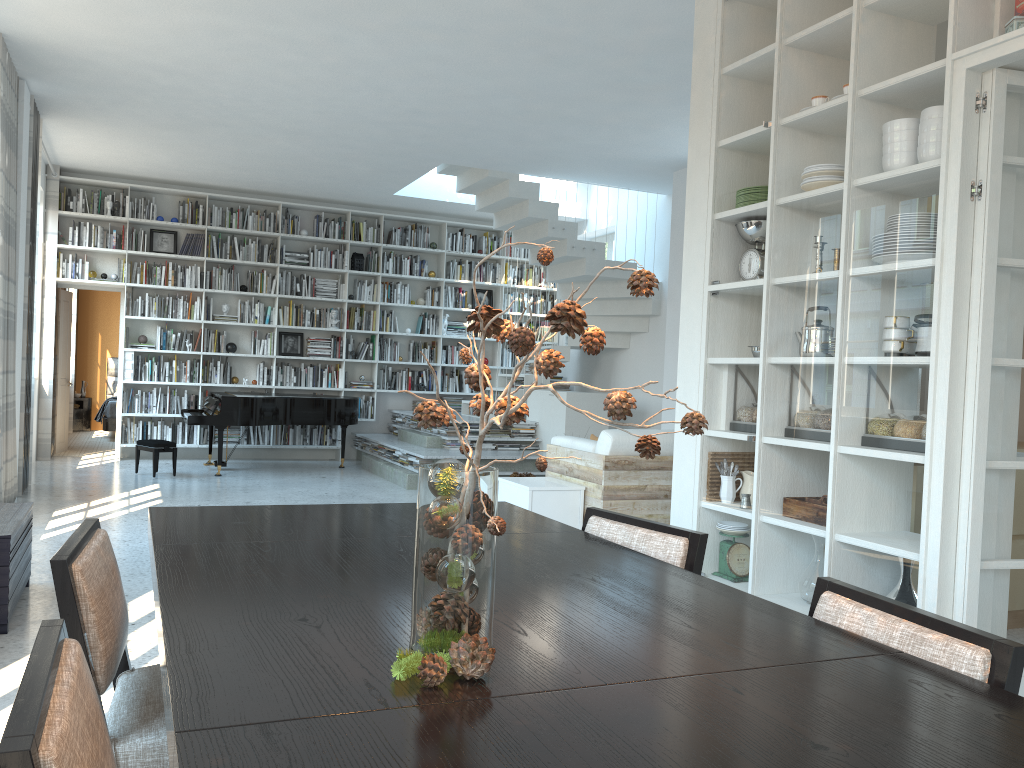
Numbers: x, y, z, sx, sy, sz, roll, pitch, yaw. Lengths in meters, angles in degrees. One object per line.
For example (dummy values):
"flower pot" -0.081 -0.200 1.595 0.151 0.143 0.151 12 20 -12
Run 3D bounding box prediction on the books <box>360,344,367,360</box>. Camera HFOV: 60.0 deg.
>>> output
"books" -1.912 -0.410 11.318 0.090 0.215 0.139 2 1 -23

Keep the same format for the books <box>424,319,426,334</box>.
"books" -1.158 -0.747 11.607 0.006 0.210 0.188 2 1 -23

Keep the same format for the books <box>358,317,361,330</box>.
"books" -1.955 -0.765 11.293 0.030 0.181 0.131 2 1 -23

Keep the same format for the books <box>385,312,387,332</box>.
"books" -1.642 -0.790 11.411 0.013 0.256 0.144 2 1 -23

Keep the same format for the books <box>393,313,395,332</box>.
"books" -1.543 -0.785 11.458 0.007 0.254 0.161 2 1 -23

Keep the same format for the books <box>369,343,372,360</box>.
"books" -1.823 -0.413 11.327 0.029 0.223 0.171 2 1 -23

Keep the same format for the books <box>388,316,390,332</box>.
"books" -1.606 -0.765 11.423 0.014 0.209 0.156 2 1 -23

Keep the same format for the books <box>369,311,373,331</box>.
"books" -1.810 -0.802 11.332 0.032 0.266 0.143 2 1 -23

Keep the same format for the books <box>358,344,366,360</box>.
"books" -1.927 -0.409 11.303 0.090 0.212 0.143 2 1 -23

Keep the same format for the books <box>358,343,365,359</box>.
"books" -1.938 -0.417 11.303 0.095 0.226 0.144 2 1 -23

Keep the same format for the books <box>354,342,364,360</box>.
"books" -1.959 -0.419 11.267 0.095 0.228 0.190 2 1 -23

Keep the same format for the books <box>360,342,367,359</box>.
"books" -1.911 -0.423 11.308 0.094 0.238 0.149 2 1 -23

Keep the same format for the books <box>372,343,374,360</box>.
"books" -1.804 -0.414 11.347 0.021 0.226 0.148 2 1 -23

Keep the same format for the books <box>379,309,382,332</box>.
"books" -1.702 -0.808 11.370 0.035 0.288 0.191 2 1 -23

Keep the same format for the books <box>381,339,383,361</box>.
"books" -1.691 -0.437 11.396 0.006 0.281 0.155 2 1 -23

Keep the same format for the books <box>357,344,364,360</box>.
"books" -1.945 -0.409 11.278 0.089 0.210 0.175 2 1 -23

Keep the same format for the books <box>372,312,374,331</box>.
"books" -1.799 -0.792 11.354 0.019 0.248 0.149 2 1 -23

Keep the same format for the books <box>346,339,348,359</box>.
"books" -2.105 -0.440 11.227 0.028 0.253 0.142 2 1 -23

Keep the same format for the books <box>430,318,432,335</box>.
"books" -1.087 -0.751 11.632 0.012 0.224 0.178 2 1 -23

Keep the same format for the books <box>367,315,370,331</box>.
"books" -1.851 -0.772 11.300 0.034 0.204 0.181 2 1 -23

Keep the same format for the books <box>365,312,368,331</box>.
"books" -1.869 -0.792 11.283 0.027 0.242 0.188 2 1 -23

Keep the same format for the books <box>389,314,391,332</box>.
"books" -1.586 -0.781 11.435 0.017 0.243 0.132 2 1 -23

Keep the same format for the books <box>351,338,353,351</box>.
"books" -2.051 -0.444 11.255 0.012 0.266 0.157 2 1 -23

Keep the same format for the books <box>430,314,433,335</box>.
"books" -1.075 -0.776 11.653 0.032 0.274 0.154 2 1 -23

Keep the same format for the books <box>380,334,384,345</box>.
"books" -1.679 -0.467 11.419 0.007 0.342 0.149 2 1 -23

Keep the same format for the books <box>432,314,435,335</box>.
"books" -1.046 -0.774 11.642 0.012 0.273 0.183 2 1 -23

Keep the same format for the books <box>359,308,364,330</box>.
"books" -1.919 -0.819 11.263 0.019 0.293 0.182 2 1 -23

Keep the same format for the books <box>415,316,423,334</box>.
"books" -1.216 -0.764 11.596 0.056 0.241 0.153 2 1 -23

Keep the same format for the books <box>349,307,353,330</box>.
"books" -2.053 -0.825 11.222 0.035 0.293 0.145 2 1 -23

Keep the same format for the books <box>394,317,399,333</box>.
"books" -1.506 -0.760 11.445 0.051 0.210 0.176 2 1 -23

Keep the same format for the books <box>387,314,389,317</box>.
"books" -1.615 -0.782 11.418 0.008 0.242 0.169 2 1 -23

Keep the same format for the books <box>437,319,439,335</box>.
"books" -1.005 -0.742 11.682 0.023 0.212 0.164 2 1 -23

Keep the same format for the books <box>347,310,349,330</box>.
"books" -2.092 -0.804 11.235 0.013 0.247 0.176 2 1 -23

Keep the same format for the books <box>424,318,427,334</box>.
"books" -1.149 -0.751 11.611 0.013 0.219 0.187 2 1 -23

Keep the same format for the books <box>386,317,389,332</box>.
"books" -1.617 -0.757 11.390 0.017 0.192 0.191 2 1 -23

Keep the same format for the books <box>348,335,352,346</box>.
"books" -2.058 -0.465 11.241 0.013 0.307 0.141 2 1 -23

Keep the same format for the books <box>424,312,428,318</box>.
"books" -1.142 -0.789 11.630 0.013 0.295 0.154 2 1 -23

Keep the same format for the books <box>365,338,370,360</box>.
"books" -1.849 -0.446 11.337 0.013 0.286 0.138 2 1 -23

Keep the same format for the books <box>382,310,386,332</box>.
"books" -1.656 -0.802 11.374 0.013 0.279 0.191 2 1 -23

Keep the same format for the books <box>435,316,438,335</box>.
"books" -1.013 -0.762 11.661 0.011 0.253 0.169 2 1 -23

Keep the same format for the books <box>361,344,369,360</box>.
"books" -1.896 -0.404 11.313 0.091 0.205 0.169 2 1 -23

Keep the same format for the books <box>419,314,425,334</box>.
"books" -1.179 -0.775 11.604 0.021 0.264 0.174 2 1 -23

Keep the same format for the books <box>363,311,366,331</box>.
"books" -1.900 -0.799 11.296 0.033 0.253 0.174 2 1 -23

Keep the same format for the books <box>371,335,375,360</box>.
"books" -1.785 -0.462 11.351 0.014 0.325 0.182 2 1 -23

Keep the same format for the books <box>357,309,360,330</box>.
"books" -1.975 -0.814 11.280 0.035 0.278 0.139 2 1 -23

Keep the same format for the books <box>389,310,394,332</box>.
"books" -1.560 -0.802 11.442 0.013 0.287 0.158 2 1 -23

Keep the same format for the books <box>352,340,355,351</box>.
"books" -2.030 -0.434 11.265 0.035 0.248 0.140 2 1 -23

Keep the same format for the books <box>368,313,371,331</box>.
"books" -1.834 -0.789 11.328 0.028 0.239 0.145 2 1 -23

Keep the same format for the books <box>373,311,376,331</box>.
"books" -1.779 -0.802 11.359 0.033 0.269 0.141 2 1 -23

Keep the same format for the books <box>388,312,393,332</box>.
"books" -1.572 -0.794 11.431 0.006 0.270 0.178 2 1 -23

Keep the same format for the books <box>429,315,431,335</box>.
"books" -1.102 -0.770 11.633 0.015 0.259 0.152 2 1 -23

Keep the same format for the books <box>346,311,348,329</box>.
"books" -2.101 -0.803 11.219 0.014 0.244 0.145 2 1 -23

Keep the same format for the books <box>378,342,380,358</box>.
"books" -1.723 -0.417 11.400 0.011 0.239 0.136 2 1 -23

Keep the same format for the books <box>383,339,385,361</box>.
"books" -1.659 -0.437 11.402 0.005 0.284 0.159 2 1 -23

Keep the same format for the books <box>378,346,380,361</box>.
"books" -1.732 -0.392 11.388 0.015 0.188 0.168 2 1 -23

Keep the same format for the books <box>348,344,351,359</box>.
"books" -2.073 -0.408 11.220 0.027 0.192 0.182 2 1 -23

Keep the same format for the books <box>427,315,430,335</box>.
"books" -1.117 -0.772 11.626 0.018 0.263 0.165 2 1 -23

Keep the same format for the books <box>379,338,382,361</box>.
"books" -1.703 -0.444 11.393 0.018 0.295 0.177 2 1 -23

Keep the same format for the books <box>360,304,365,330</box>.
"books" -1.914 -0.842 11.285 0.021 0.338 0.169 2 1 -23
